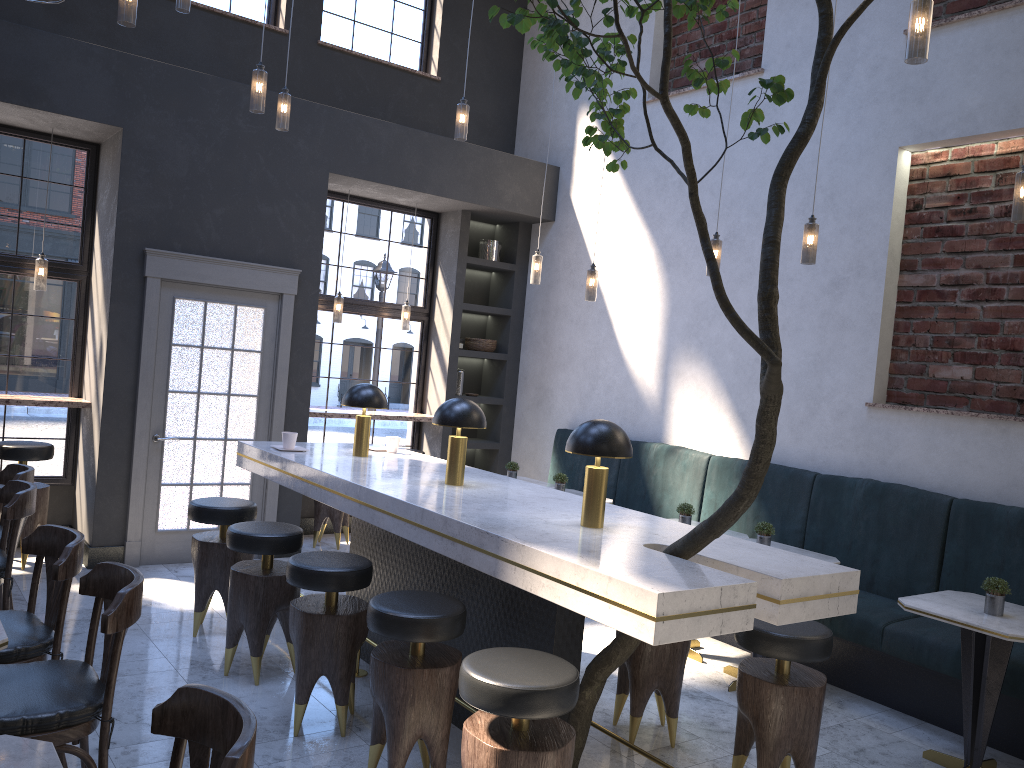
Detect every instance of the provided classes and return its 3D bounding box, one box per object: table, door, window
[{"bbox_3d":[-0.409,1.156,3.962,4.600,0.751,4.827,4,2,-36],"label":"table"},{"bbox_3d":[-2.192,0.202,6.485,1.132,2.219,0.152,4,2,-36],"label":"door"},{"bbox_3d":[1.132,-1.432,2.080,6.407,5.366,12.702,4,2,-36],"label":"window"}]

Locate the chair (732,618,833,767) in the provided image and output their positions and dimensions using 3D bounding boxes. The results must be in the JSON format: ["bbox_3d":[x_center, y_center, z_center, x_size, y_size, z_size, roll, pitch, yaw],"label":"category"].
[{"bbox_3d":[1.038,1.304,3.494,0.372,0.737,0.370,5,2,7],"label":"chair"}]

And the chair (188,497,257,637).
[{"bbox_3d":[-1.651,1.028,4.992,0.372,0.737,0.370,5,2,7],"label":"chair"}]

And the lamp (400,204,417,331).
[{"bbox_3d":[-0.900,-1.195,7.939,0.078,1.429,0.078,5,2,-6],"label":"lamp"}]

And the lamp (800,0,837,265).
[{"bbox_3d":[1.801,-2.700,4.784,0.078,4.106,0.078,6,2,16],"label":"lamp"}]

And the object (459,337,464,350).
[{"bbox_3d":[-0.509,-0.384,8.297,0.117,0.119,0.116,6,2,30],"label":"object"}]

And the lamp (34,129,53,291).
[{"bbox_3d":[-3.255,-1.369,6.211,0.078,1.429,0.078,6,2,16],"label":"lamp"}]

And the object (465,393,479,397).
[{"bbox_3d":[-0.381,0.103,8.347,0.130,0.026,0.130,6,2,37],"label":"object"}]

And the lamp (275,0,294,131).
[{"bbox_3d":[-1.246,-3.625,5.450,0.078,4.106,0.078,7,2,39],"label":"lamp"}]

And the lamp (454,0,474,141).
[{"bbox_3d":[-0.143,-3.590,5.545,0.078,4.106,0.078,7,2,39],"label":"lamp"}]

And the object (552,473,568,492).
[{"bbox_3d":[0.343,0.712,6.309,0.122,0.165,0.118,6,2,31],"label":"object"}]

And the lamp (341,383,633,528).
[{"bbox_3d":[1.501,-0.918,0.876,8.831,3.257,4.183,6,2,37],"label":"lamp"}]

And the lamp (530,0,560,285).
[{"bbox_3d":[0.361,-2.813,6.759,0.078,4.106,0.078,7,2,39],"label":"lamp"}]

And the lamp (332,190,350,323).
[{"bbox_3d":[-1.430,-1.234,7.551,0.078,1.429,0.078,6,2,16],"label":"lamp"}]

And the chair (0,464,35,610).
[{"bbox_3d":[-2.860,0.866,4.708,0.521,0.851,0.496,4,2,-37],"label":"chair"}]

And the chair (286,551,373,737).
[{"bbox_3d":[-0.820,1.128,3.867,0.372,0.737,0.370,5,2,7],"label":"chair"}]

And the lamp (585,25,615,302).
[{"bbox_3d":[0.739,-2.634,6.228,0.078,4.106,0.078,7,2,39],"label":"lamp"}]

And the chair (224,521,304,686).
[{"bbox_3d":[-1.251,1.077,4.408,0.371,0.737,0.370,7,2,44],"label":"chair"}]

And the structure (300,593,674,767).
[{"bbox_3d":[-0.301,1.432,4.204,0.496,0.210,3.496,4,2,-36],"label":"structure"}]

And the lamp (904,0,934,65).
[{"bbox_3d":[1.676,-3.236,3.210,0.078,4.106,0.078,5,2,-6],"label":"lamp"}]

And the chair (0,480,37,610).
[{"bbox_3d":[-2.576,0.903,4.200,0.521,0.851,0.538,4,2,-35],"label":"chair"}]

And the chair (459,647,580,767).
[{"bbox_3d":[-0.006,1.227,2.729,0.372,0.737,0.370,5,2,7],"label":"chair"}]

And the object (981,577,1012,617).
[{"bbox_3d":[2.112,0.925,3.875,0.122,0.165,0.118,6,2,31],"label":"object"}]

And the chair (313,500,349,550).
[{"bbox_3d":[-1.512,0.945,7.402,0.371,0.821,0.370,6,2,16],"label":"chair"}]

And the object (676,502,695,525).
[{"bbox_3d":[1.044,0.796,5.344,0.122,0.165,0.118,6,2,31],"label":"object"}]

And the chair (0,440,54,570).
[{"bbox_3d":[-3.347,0.811,6.028,0.370,0.821,0.372,6,2,16],"label":"chair"}]

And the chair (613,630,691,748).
[{"bbox_3d":[0.626,1.254,4.060,0.372,0.737,0.370,5,2,7],"label":"chair"}]

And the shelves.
[{"bbox_3d":[-2.505,0.184,6.914,4.404,0.043,0.384,4,2,-36],"label":"shelves"}]

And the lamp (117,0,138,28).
[{"bbox_3d":[-1.568,-3.678,3.965,0.078,4.106,0.078,7,2,39],"label":"lamp"}]

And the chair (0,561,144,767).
[{"bbox_3d":[-1.478,1.033,2.804,0.521,0.851,0.538,4,2,-35],"label":"chair"}]

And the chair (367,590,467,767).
[{"bbox_3d":[-0.383,1.180,3.323,0.372,0.737,0.370,5,2,-9],"label":"chair"}]

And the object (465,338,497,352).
[{"bbox_3d":[-0.300,-0.371,8.479,0.305,0.124,0.304,5,1,-15],"label":"object"}]

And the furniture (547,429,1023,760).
[{"bbox_3d":[-0.415,0.954,3.992,6.023,1.151,5.338,4,2,-36],"label":"furniture"}]

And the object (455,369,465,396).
[{"bbox_3d":[-0.496,-0.017,8.285,0.098,0.248,0.098,5,2,3],"label":"object"}]

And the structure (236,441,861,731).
[{"bbox_3d":[-0.262,1.013,4.191,0.990,1.050,3.488,4,2,-36],"label":"structure"}]

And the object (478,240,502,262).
[{"bbox_3d":[-0.211,-1.263,8.475,0.214,0.215,0.213,4,2,-27],"label":"object"}]

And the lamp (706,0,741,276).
[{"bbox_3d":[1.403,-2.700,5.327,0.078,4.106,0.078,6,2,16],"label":"lamp"}]

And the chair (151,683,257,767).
[{"bbox_3d":[-0.823,1.114,1.799,0.521,0.851,0.538,4,2,-35],"label":"chair"}]

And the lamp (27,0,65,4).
[{"bbox_3d":[-0.367,-2.491,0.941,0.078,4.106,0.078,7,2,39],"label":"lamp"}]

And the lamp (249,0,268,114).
[{"bbox_3d":[-1.193,-3.512,4.723,0.078,4.106,0.078,7,2,39],"label":"lamp"}]

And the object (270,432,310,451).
[{"bbox_3d":[-1.268,0.327,5.074,0.176,0.098,0.204,4,2,-31],"label":"object"}]

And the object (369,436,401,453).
[{"bbox_3d":[-0.800,0.362,5.457,0.176,0.097,0.301,4,2,-45],"label":"object"}]

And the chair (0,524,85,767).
[{"bbox_3d":[-1.899,0.984,3.276,0.521,0.851,0.538,4,2,-43],"label":"chair"}]

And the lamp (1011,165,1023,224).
[{"bbox_3d":[2.456,-2.768,3.896,0.078,4.106,0.078,7,2,39],"label":"lamp"}]

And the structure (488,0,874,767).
[{"bbox_3d":[0.552,-1.371,3.345,3.744,5.990,2.806,5,2,7],"label":"structure"}]

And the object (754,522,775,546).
[{"bbox_3d":[1.386,0.838,4.875,0.122,0.165,0.118,6,2,31],"label":"object"}]

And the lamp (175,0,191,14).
[{"bbox_3d":[-1.717,-4.197,5.053,0.078,4.106,0.078,7,2,39],"label":"lamp"}]

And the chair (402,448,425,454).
[{"bbox_3d":[-0.978,0.985,7.765,0.370,0.821,0.372,6,2,16],"label":"chair"}]

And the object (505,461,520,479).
[{"bbox_3d":[0.002,0.671,6.778,0.122,0.165,0.118,6,2,31],"label":"object"}]
